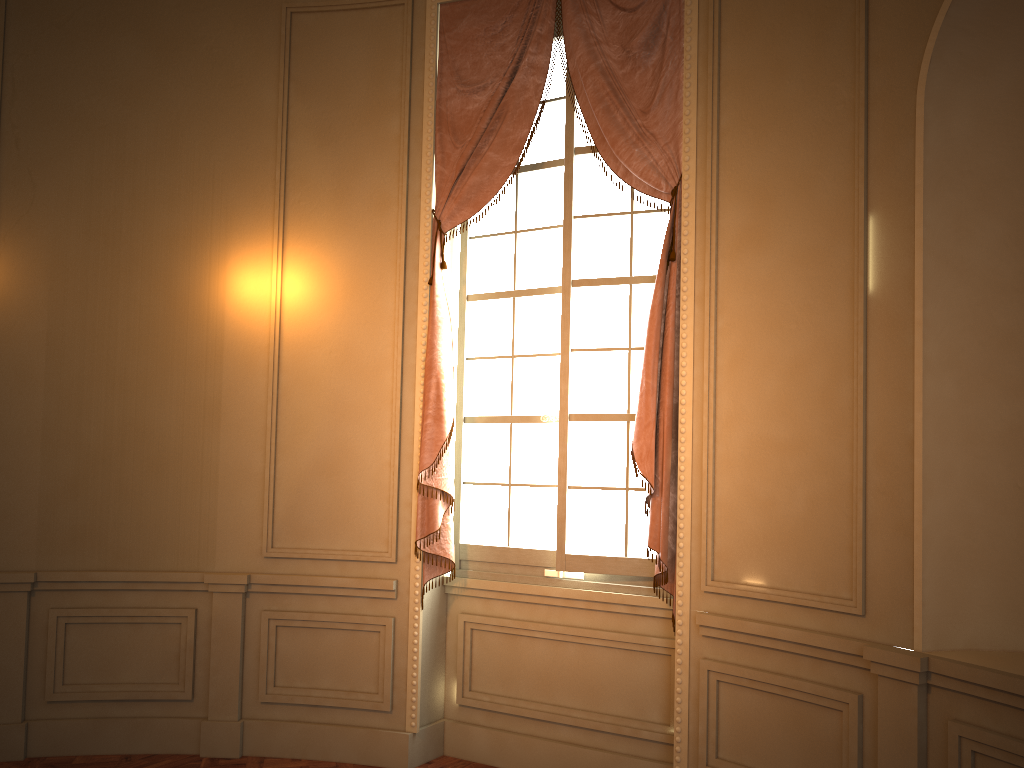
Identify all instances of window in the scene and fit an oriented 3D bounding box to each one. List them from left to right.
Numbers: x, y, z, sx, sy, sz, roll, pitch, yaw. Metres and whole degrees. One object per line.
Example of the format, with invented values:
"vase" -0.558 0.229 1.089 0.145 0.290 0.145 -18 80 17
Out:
"window" 0.261 -0.467 4.179 1.283 2.833 0.156 -1 -3 30

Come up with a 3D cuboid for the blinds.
"blinds" 0.145 -0.421 3.973 1.306 2.973 0.292 0 -3 30
